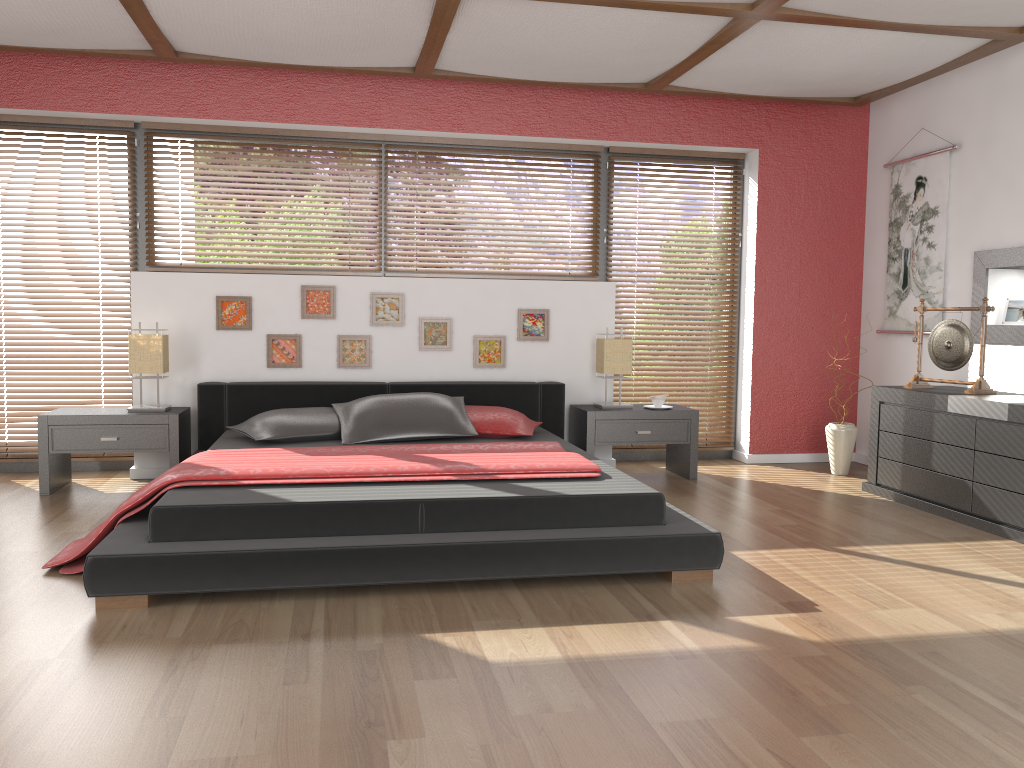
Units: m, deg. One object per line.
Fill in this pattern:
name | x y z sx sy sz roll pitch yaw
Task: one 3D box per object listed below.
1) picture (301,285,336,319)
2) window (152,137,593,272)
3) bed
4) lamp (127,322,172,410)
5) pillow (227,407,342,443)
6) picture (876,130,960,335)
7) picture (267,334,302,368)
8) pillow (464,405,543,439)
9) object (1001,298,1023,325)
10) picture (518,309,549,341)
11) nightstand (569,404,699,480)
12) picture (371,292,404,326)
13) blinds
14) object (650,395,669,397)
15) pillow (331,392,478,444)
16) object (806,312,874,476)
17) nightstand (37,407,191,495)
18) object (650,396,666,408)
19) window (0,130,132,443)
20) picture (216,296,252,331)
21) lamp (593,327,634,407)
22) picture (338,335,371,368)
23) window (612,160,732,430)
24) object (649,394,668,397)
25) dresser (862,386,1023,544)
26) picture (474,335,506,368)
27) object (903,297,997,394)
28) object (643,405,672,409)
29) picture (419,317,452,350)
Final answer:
picture | -1.155 -0.487 5.290 0.200 0.200 0.010 0 4 -11
window | -0.821 -1.118 5.670 2.817 0.786 0.020 0 4 -11
bed | -0.661 0.356 4.179 2.469 0.577 2.413 0 4 -11
lamp | -2.020 -0.104 4.938 0.200 0.480 0.200 0 4 -11
pillow | -1.100 0.218 4.761 0.745 0.172 0.418 -2 5 -36
picture | 2.505 -0.941 5.498 0.028 1.270 0.701 0 4 -11
picture | -1.354 -0.195 5.273 0.200 0.200 0.010 0 4 -11
pillow | -0.216 0.213 4.991 0.745 0.172 0.418 1 4 8
object | 2.773 -0.395 4.795 0.041 0.146 0.226 -2 5 -31
picture | 0.135 -0.369 5.554 0.200 0.200 0.010 0 4 -11
nightstand | 0.745 0.356 5.479 0.700 0.423 0.413 0 4 -11
picture | -0.755 -0.453 5.372 0.200 0.200 0.010 0 4 -11
blinds | -0.818 -0.536 5.645 4.840 1.952 0.032 0 4 -11
object | 0.896 0.074 5.414 0.192 0.007 0.007 -3 6 -42
pillow | -0.580 0.173 4.773 0.744 0.241 0.386 0 4 -16
object | 2.033 0.058 5.588 0.422 1.035 0.364 -2 5 -36
nightstand | -2.175 0.360 4.902 0.700 0.423 0.413 0 4 -11
object | 0.896 0.110 5.434 0.099 0.069 0.099 2 4 14
window | -2.743 -0.575 5.331 0.889 1.893 0.020 0 4 -11
picture | -1.630 -0.415 5.201 0.200 0.200 0.010 0 4 -11
lamp | 0.626 -0.107 5.462 0.200 0.480 0.200 0 4 -11
picture | -0.951 -0.195 5.353 0.200 0.200 0.010 0 4 -11
window | 1.084 -0.580 6.087 0.889 1.893 0.020 0 4 -11
object | 0.899 0.072 5.437 0.007 0.007 0.192 5 6 43
dresser | 2.449 0.374 4.281 0.540 0.608 1.740 0 4 -11
picture | -0.138 -0.201 5.513 0.200 0.200 0.010 0 4 -11
object | 2.336 -0.211 4.725 0.173 0.498 0.490 -1 5 -26
object | 0.895 0.143 5.436 0.179 0.012 0.179 2 4 14
picture | -0.469 -0.307 5.439 0.200 0.200 0.010 0 4 -11
